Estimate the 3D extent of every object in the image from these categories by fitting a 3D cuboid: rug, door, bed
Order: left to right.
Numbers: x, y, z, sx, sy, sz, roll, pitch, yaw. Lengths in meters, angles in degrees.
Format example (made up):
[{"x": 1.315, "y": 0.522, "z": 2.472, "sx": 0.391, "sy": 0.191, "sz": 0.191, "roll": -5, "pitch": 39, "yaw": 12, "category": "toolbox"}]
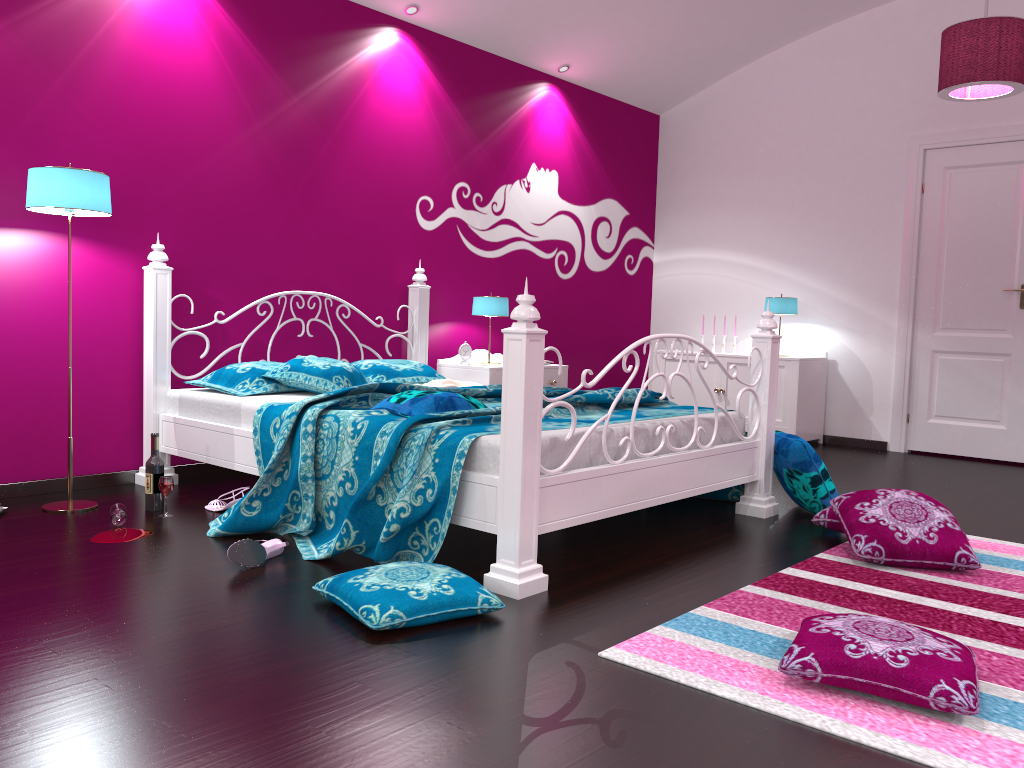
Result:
[{"x": -0.298, "y": -0.057, "z": 3.883, "sx": 2.317, "sy": 1.143, "sz": 2.167, "roll": 5, "pitch": 5, "yaw": 41, "category": "bed"}, {"x": 1.421, "y": 0.668, "z": 2.472, "sx": 1.400, "sy": 0.018, "sz": 2.100, "roll": 5, "pitch": 5, "yaw": 41, "category": "rug"}, {"x": 3.237, "y": -0.502, "z": 5.477, "sx": 1.405, "sy": 2.001, "sz": 0.098, "roll": 5, "pitch": 5, "yaw": 41, "category": "door"}]

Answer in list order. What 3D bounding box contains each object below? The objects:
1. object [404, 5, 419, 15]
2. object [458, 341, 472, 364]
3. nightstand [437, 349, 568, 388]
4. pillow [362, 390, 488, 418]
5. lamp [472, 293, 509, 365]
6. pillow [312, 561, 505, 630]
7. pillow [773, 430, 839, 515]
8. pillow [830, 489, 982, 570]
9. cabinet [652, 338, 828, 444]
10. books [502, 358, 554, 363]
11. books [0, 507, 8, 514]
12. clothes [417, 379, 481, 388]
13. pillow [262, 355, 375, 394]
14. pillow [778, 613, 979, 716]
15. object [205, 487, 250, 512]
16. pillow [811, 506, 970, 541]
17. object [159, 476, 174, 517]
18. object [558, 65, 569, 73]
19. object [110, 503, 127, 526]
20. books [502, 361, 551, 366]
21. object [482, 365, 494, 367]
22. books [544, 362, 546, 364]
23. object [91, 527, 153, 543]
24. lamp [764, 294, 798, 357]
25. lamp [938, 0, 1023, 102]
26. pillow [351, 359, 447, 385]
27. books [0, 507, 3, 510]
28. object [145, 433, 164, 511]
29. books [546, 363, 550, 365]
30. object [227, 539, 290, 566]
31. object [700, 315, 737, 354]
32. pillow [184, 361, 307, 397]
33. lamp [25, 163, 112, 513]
[{"x": -0.571, "y": -2.123, "z": 5.011, "sx": 0.085, "sy": 0.058, "sz": 0.080, "roll": 5, "pitch": 5, "yaw": 41, "category": "object"}, {"x": -0.282, "y": -0.189, "z": 5.333, "sx": 0.033, "sy": 0.140, "sz": 0.106, "roll": 6, "pitch": 6, "yaw": 43, "category": "object"}, {"x": -0.046, "y": 0.102, "z": 5.494, "sx": 0.455, "sy": 0.616, "sz": 0.742, "roll": 5, "pitch": 5, "yaw": 41, "category": "nightstand"}, {"x": -0.293, "y": 0.087, "z": 3.383, "sx": 0.404, "sy": 0.127, "sz": 0.425, "roll": -1, "pitch": 5, "yaw": -39, "category": "pillow"}, {"x": -0.135, "y": -0.341, "z": 5.444, "sx": 0.229, "sy": 0.438, "sz": 0.229, "roll": 2, "pitch": 4, "yaw": -4, "category": "lamp"}, {"x": -0.291, "y": 0.574, "z": 2.459, "sx": 0.417, "sy": 0.101, "sz": 0.401, "roll": -1, "pitch": 5, "yaw": -33, "category": "pillow"}, {"x": 1.260, "y": 0.392, "z": 3.871, "sx": 0.264, "sy": 0.357, "sz": 0.402, "roll": 1, "pitch": 4, "yaw": -8, "category": "pillow"}, {"x": 1.377, "y": 0.502, "z": 3.137, "sx": 0.425, "sy": 0.224, "sz": 0.391, "roll": 3, "pitch": 4, "yaw": 9, "category": "pillow"}, {"x": 1.637, "y": 0.028, "z": 6.495, "sx": 1.142, "sy": 0.734, "sz": 0.506, "roll": 5, "pitch": 5, "yaw": 41, "category": "cabinet"}, {"x": 0.097, "y": -0.148, "z": 5.619, "sx": 0.221, "sy": 0.012, "sz": 0.300, "roll": 0, "pitch": 4, "yaw": -25, "category": "books"}, {"x": -2.028, "y": 0.491, "z": 3.272, "sx": 0.220, "sy": 0.007, "sz": 0.300, "roll": 1, "pitch": 4, "yaw": -14, "category": "books"}, {"x": -0.265, "y": 0.166, "z": 4.411, "sx": 0.553, "sy": 0.376, "sz": 1.036, "roll": 5, "pitch": 5, "yaw": 36, "category": "clothes"}, {"x": -0.876, "y": -0.041, "z": 4.094, "sx": 0.418, "sy": 0.176, "sz": 0.404, "roll": 3, "pitch": 4, "yaw": 9, "category": "pillow"}, {"x": 0.847, "y": 0.618, "z": 2.040, "sx": 0.401, "sy": 0.107, "sz": 0.419, "roll": 4, "pitch": 4, "yaw": 26, "category": "pillow"}, {"x": -1.144, "y": 0.456, "z": 3.558, "sx": 0.241, "sy": 0.110, "sz": 0.089, "roll": 4, "pitch": 5, "yaw": 32, "category": "object"}, {"x": 1.453, "y": 0.527, "z": 3.432, "sx": 0.400, "sy": 0.142, "sz": 0.429, "roll": 0, "pitch": 4, "yaw": -24, "category": "pillow"}, {"x": -1.342, "y": 0.436, "z": 3.442, "sx": 0.056, "sy": 0.153, "sz": 0.056, "roll": 1, "pitch": 4, "yaw": -10, "category": "object"}, {"x": 0.349, "y": -2.166, "z": 6.066, "sx": 0.085, "sy": 0.058, "sz": 0.080, "roll": 5, "pitch": 5, "yaw": 41, "category": "object"}, {"x": -1.470, "y": 0.489, "z": 3.312, "sx": 0.056, "sy": 0.056, "sz": 0.153, "roll": 0, "pitch": 4, "yaw": -24, "category": "object"}, {"x": 0.090, "y": -0.130, "z": 5.615, "sx": 0.220, "sy": 0.007, "sz": 0.300, "roll": 1, "pitch": 4, "yaw": -19, "category": "books"}, {"x": -0.140, "y": -0.107, "z": 5.191, "sx": 0.073, "sy": 0.006, "sz": 0.073, "roll": 2, "pitch": 4, "yaw": 4, "category": "object"}, {"x": 0.078, "y": -0.143, "z": 5.604, "sx": 0.220, "sy": 0.007, "sz": 0.300, "roll": 1, "pitch": 4, "yaw": -10, "category": "books"}, {"x": -1.382, "y": 0.535, "z": 3.120, "sx": 0.184, "sy": 0.007, "sz": 0.221, "roll": 3, "pitch": 4, "yaw": 14, "category": "object"}, {"x": 1.885, "y": -0.414, "z": 6.238, "sx": 0.229, "sy": 0.438, "sz": 0.229, "roll": 2, "pitch": 4, "yaw": -4, "category": "lamp"}, {"x": 1.630, "y": -1.943, "z": 3.499, "sx": 0.377, "sy": 1.129, "sz": 2.377, "roll": 5, "pitch": 5, "yaw": 41, "category": "lamp"}, {"x": -0.632, "y": -0.057, "z": 4.726, "sx": 0.401, "sy": 0.141, "sz": 0.717, "roll": 6, "pitch": 5, "yaw": 43, "category": "pillow"}, {"x": -2.043, "y": 0.485, "z": 3.250, "sx": 0.220, "sy": 0.007, "sz": 0.300, "roll": 1, "pitch": 4, "yaw": -10, "category": "books"}, {"x": -1.425, "y": 0.349, "z": 3.537, "sx": 0.070, "sy": 0.307, "sz": 0.070, "roll": 3, "pitch": 4, "yaw": 18, "category": "object"}, {"x": 0.093, "y": -0.137, "z": 5.626, "sx": 0.220, "sy": 0.007, "sz": 0.300, "roll": 1, "pitch": 4, "yaw": -14, "category": "books"}, {"x": -0.825, "y": 0.529, "z": 2.852, "sx": 0.100, "sy": 0.086, "sz": 0.247, "roll": 5, "pitch": 5, "yaw": 35, "category": "object"}, {"x": 1.535, "y": -0.373, "z": 6.586, "sx": 0.285, "sy": 0.284, "sz": 0.043, "roll": 4, "pitch": 5, "yaw": 29, "category": "object"}, {"x": -1.109, "y": -0.034, "z": 4.166, "sx": 0.401, "sy": 0.141, "sz": 0.717, "roll": 5, "pitch": 5, "yaw": 36, "category": "pillow"}, {"x": -1.737, "y": -0.182, "z": 3.483, "sx": 0.303, "sy": 1.352, "sz": 0.303, "roll": 2, "pitch": 4, "yaw": -4, "category": "lamp"}]
